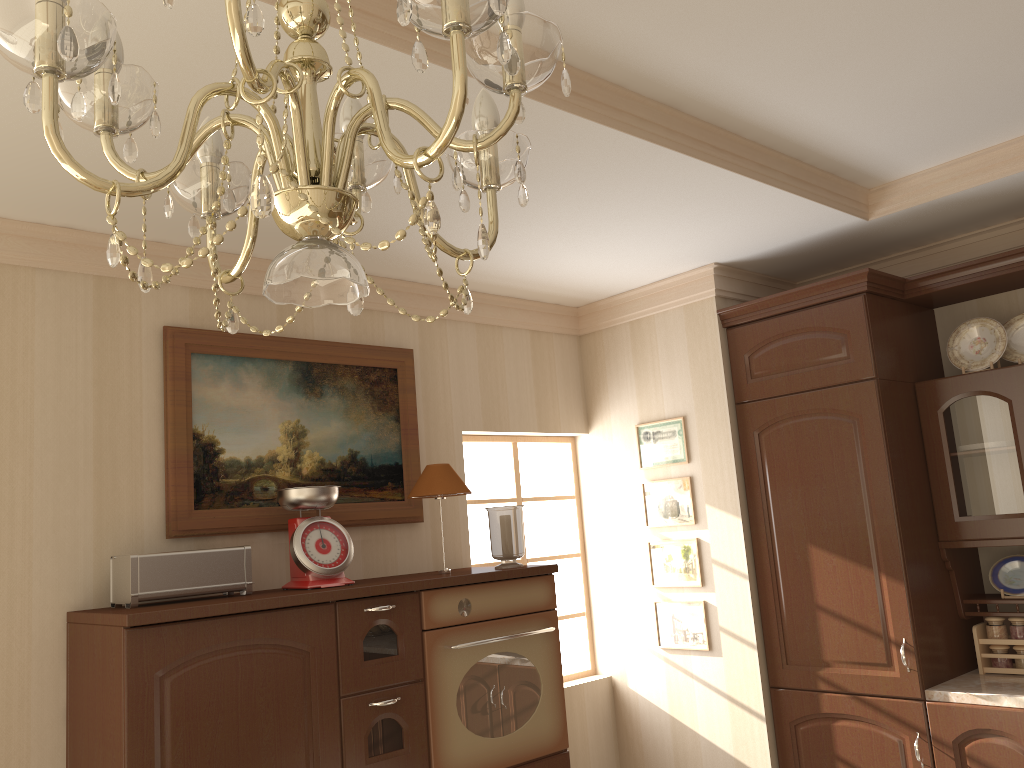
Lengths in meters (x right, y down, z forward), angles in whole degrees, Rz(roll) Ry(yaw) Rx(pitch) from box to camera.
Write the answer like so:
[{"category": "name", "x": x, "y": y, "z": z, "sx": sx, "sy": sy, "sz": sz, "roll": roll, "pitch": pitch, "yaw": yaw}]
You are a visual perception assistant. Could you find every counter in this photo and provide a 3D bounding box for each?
[{"category": "counter", "x": 1.805, "y": 0.801, "z": 1.657, "sx": 2.422, "sy": 0.034, "sz": 2.603, "roll": 4, "pitch": -13, "yaw": -42}]

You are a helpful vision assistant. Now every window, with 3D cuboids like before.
[{"category": "window", "x": 0.042, "y": 0.779, "z": 3.923, "sx": 0.765, "sy": 1.100, "sz": 0.050, "roll": 4, "pitch": -13, "yaw": -42}]

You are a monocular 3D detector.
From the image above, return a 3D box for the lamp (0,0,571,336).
[{"category": "lamp", "x": -0.223, "y": -0.561, "z": 0.921, "sx": 0.501, "sy": 0.982, "sz": 0.502, "roll": -7, "pitch": -10, "yaw": 17}]

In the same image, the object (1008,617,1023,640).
[{"category": "object", "x": 1.825, "y": 0.877, "z": 3.185, "sx": 0.068, "sy": 0.088, "sz": 0.068, "roll": 0, "pitch": -10, "yaw": -26}]

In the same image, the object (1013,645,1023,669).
[{"category": "object", "x": 1.833, "y": 0.975, "z": 3.168, "sx": 0.068, "sy": 0.088, "sz": 0.068, "roll": 0, "pitch": -10, "yaw": -26}]

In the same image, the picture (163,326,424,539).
[{"category": "picture", "x": -0.736, "y": 0.173, "z": 3.163, "sx": 0.990, "sy": 0.687, "sz": 0.036, "roll": 4, "pitch": -13, "yaw": -42}]

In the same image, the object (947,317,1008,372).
[{"category": "object", "x": 1.743, "y": -0.149, "z": 3.328, "sx": 0.068, "sy": 0.210, "sz": 0.220, "roll": 5, "pitch": -13, "yaw": -44}]

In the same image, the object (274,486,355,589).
[{"category": "object", "x": -0.649, "y": 0.499, "z": 2.891, "sx": 0.218, "sy": 0.317, "sz": 0.263, "roll": 3, "pitch": -12, "yaw": -38}]

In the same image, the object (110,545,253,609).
[{"category": "object", "x": -0.983, "y": 0.574, "z": 2.655, "sx": 0.360, "sy": 0.150, "sz": 0.192, "roll": 4, "pitch": -13, "yaw": -42}]

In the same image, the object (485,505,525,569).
[{"category": "object", "x": -0.019, "y": 0.558, "z": 3.236, "sx": 0.144, "sy": 0.220, "sz": 0.144, "roll": -10, "pitch": -11, "yaw": 30}]

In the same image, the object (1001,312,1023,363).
[{"category": "object", "x": 1.920, "y": -0.179, "z": 3.217, "sx": 0.073, "sy": 0.209, "sz": 0.342, "roll": 4, "pitch": -12, "yaw": -41}]

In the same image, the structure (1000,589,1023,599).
[{"category": "structure", "x": 1.846, "y": 0.713, "z": 3.230, "sx": 0.080, "sy": 0.126, "sz": 0.110, "roll": 4, "pitch": -13, "yaw": -42}]

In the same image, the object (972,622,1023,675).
[{"category": "object", "x": 1.830, "y": 0.948, "z": 3.175, "sx": 0.276, "sy": 0.170, "sz": 0.140, "roll": -13, "pitch": -13, "yaw": 42}]

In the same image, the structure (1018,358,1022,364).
[{"category": "structure", "x": 1.920, "y": -0.132, "z": 3.207, "sx": 0.080, "sy": 0.126, "sz": 0.154, "roll": 4, "pitch": -13, "yaw": -42}]

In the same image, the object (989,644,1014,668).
[{"category": "object", "x": 1.776, "y": 0.989, "z": 3.221, "sx": 0.068, "sy": 0.088, "sz": 0.068, "roll": 0, "pitch": -10, "yaw": -26}]

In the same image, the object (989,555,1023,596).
[{"category": "object", "x": 1.846, "y": 0.698, "z": 3.237, "sx": 0.071, "sy": 0.143, "sz": 0.202, "roll": 5, "pitch": -13, "yaw": -44}]

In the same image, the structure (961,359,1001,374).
[{"category": "structure", "x": 1.747, "y": -0.100, "z": 3.315, "sx": 0.080, "sy": 0.126, "sz": 0.110, "roll": 4, "pitch": -13, "yaw": -42}]

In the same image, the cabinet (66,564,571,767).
[{"category": "cabinet", "x": -0.498, "y": 1.317, "z": 2.770, "sx": 1.513, "sy": 1.349, "sz": 0.538, "roll": 4, "pitch": -13, "yaw": -42}]

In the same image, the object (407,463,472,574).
[{"category": "object", "x": -0.254, "y": 0.483, "z": 3.186, "sx": 0.235, "sy": 0.388, "sz": 0.237, "roll": 1, "pitch": -11, "yaw": -30}]

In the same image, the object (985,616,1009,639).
[{"category": "object", "x": 1.768, "y": 0.890, "z": 3.237, "sx": 0.068, "sy": 0.088, "sz": 0.068, "roll": 0, "pitch": -10, "yaw": -26}]

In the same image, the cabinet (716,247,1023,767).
[{"category": "cabinet", "x": 1.588, "y": 0.522, "z": 1.939, "sx": 2.436, "sy": 2.313, "sz": 3.226, "roll": 4, "pitch": -13, "yaw": -42}]

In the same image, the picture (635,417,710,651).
[{"category": "picture", "x": 0.679, "y": 0.636, "z": 3.788, "sx": 0.010, "sy": 0.964, "sz": 0.268, "roll": 4, "pitch": -13, "yaw": -42}]
